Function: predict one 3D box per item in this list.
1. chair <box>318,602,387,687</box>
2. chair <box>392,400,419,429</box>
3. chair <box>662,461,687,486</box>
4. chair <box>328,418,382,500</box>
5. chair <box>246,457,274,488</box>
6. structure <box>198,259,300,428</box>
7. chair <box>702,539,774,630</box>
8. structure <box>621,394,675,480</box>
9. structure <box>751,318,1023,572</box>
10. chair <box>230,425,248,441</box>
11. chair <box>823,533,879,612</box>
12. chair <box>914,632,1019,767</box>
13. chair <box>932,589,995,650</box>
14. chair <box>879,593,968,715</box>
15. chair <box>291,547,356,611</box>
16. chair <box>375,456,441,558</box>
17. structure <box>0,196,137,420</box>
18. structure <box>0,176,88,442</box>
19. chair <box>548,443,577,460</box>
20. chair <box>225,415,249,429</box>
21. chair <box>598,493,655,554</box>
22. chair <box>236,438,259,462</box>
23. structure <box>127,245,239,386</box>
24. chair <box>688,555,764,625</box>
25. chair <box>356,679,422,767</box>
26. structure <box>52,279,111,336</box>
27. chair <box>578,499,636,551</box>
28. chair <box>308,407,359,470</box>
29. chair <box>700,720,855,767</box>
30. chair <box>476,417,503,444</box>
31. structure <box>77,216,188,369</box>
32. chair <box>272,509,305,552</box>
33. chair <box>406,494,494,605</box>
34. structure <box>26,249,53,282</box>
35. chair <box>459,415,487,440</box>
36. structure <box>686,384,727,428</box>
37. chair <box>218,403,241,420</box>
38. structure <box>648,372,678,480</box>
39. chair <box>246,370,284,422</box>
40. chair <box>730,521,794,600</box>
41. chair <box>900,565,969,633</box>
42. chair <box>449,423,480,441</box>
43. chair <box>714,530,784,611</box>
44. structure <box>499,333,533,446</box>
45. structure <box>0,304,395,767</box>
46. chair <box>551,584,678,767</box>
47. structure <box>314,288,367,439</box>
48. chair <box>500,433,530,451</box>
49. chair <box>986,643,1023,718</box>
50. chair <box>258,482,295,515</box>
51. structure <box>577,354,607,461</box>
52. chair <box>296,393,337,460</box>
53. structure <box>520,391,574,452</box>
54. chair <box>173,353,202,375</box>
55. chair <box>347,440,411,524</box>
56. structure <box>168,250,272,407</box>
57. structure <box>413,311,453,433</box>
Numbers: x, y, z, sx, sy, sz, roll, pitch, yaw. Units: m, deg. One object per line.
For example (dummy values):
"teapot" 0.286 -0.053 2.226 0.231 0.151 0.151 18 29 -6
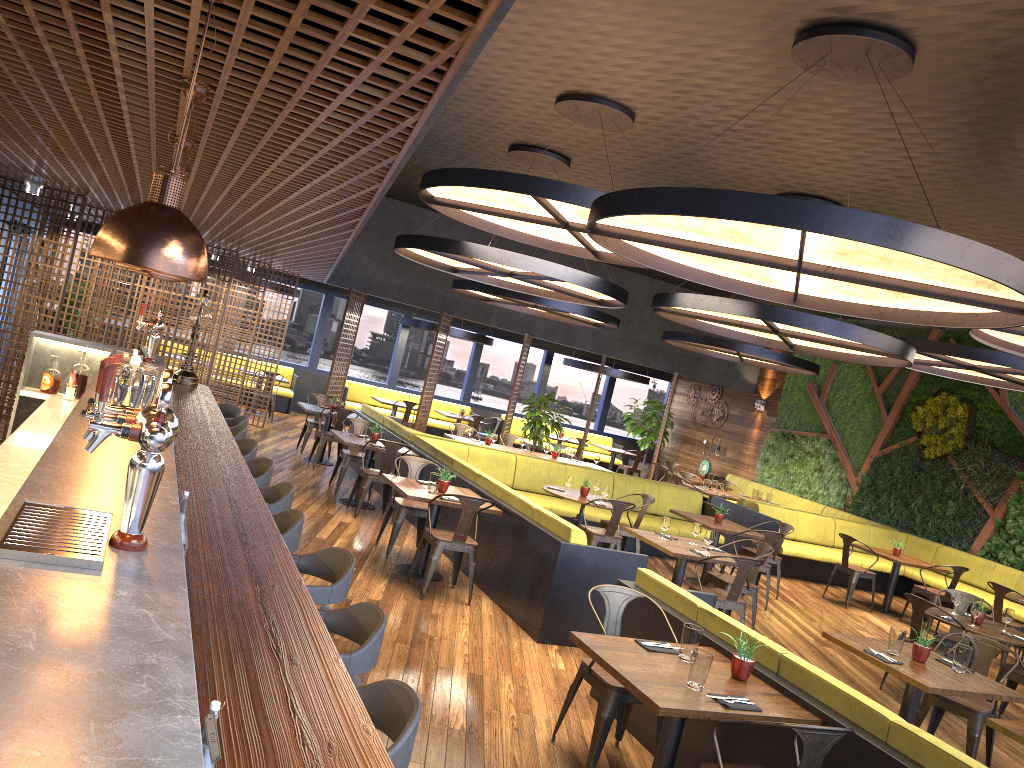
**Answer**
"chair" -0.773 1.284 3.116 0.438 1.048 0.483 14 1 6
"chair" -2.146 0.758 17.371 0.504 0.917 0.541 13 1 -22
"chair" 3.222 2.049 17.745 0.504 0.917 0.541 13 1 -22
"chair" -1.951 0.919 11.131 0.504 0.917 0.541 13 1 -22
"chair" -1.884 0.967 5.739 0.483 1.048 0.438 14 1 28
"structure" -4.589 -0.710 15.286 1.319 2.700 0.050 14 1 7
"chair" 2.179 1.963 8.685 0.541 0.917 0.504 13 1 -22
"structure" 3.302 1.348 21.619 1.493 2.184 1.272 13 1 -22
"structure" 7.158 1.169 14.622 0.918 4.593 9.182 13 1 -23
"chair" -2.454 0.804 7.098 0.483 1.048 0.438 14 1 39
"chair" 4.509 2.471 11.720 0.541 0.917 0.504 13 1 -22
"chair" 3.166 2.246 6.235 0.541 0.917 0.504 13 1 -45
"chair" 4.250 2.468 8.455 0.504 0.917 0.541 14 1 17
"chair" 3.625 2.330 7.746 0.541 0.917 0.504 13 1 -22
"chair" -1.005 1.215 3.803 0.438 1.048 0.483 14 1 -3
"chair" -0.969 1.202 8.632 0.504 0.917 0.541 13 1 -22
"structure" -5.216 -0.775 10.512 1.319 2.700 0.050 14 1 7
"structure" -5.373 -0.791 9.319 1.319 2.700 0.050 14 1 7
"chair" 0.782 1.508 15.050 0.504 0.917 0.541 13 1 -22
"chair" -2.624 0.752 7.698 0.438 1.048 0.483 14 1 6
"chair" 1.309 1.720 10.457 0.541 0.917 0.504 13 1 -22
"chair" -2.163 0.888 6.383 0.438 1.048 0.483 13 1 -8
"structure" -4.903 -0.743 12.899 1.319 2.700 0.050 14 1 7
"chair" 1.818 1.892 7.775 0.504 0.917 0.541 13 1 -22
"chair" -0.590 1.340 2.455 0.483 1.048 0.438 14 1 39
"structure" -8.275 -1.147 16.798 0.993 1.763 1.166 14 1 38
"chair" 0.972 1.653 9.644 0.504 0.917 0.541 13 1 -22
"chair" -2.510 0.759 12.472 0.504 0.917 0.541 13 1 -22
"chair" 1.064 1.783 3.780 0.504 0.917 0.541 13 1 -22
"chair" -0.567 1.114 18.786 0.541 0.917 0.504 13 1 -22
"structure" -5.060 -0.759 11.706 1.319 2.700 0.050 14 1 7
"chair" -1.374 1.114 4.423 0.483 1.048 0.438 14 1 39
"chair" -0.510 1.334 7.483 0.504 0.917 0.541 13 1 -22
"structure" -8.159 -2.007 15.390 0.293 0.563 1.220 13 1 -23
"chair" -0.860 1.059 17.919 0.504 0.917 0.541 13 1 -22
"structure" 4.601 0.478 21.125 0.058 1.178 1.791 13 1 -22
"chair" -2.851 0.687 8.237 0.438 1.048 0.483 13 1 -31
"structure" 3.072 1.086 18.388 0.050 2.700 0.852 14 1 7
"chair" -4.558 0.193 16.342 0.504 0.917 0.541 13 1 -22
"chair" 3.126 2.149 11.048 0.541 0.917 0.504 13 1 -22
"chair" 5.426 2.700 11.328 0.504 0.917 0.541 13 1 -22
"chair" -0.843 1.128 14.358 0.504 0.917 0.541 13 1 -22
"chair" 2.738 2.071 10.183 0.504 0.917 0.541 13 1 -22
"structure" 0.014 0.370 17.085 0.050 2.700 0.852 14 1 7
"structure" -2.570 -0.021 4.317 2.700 2.700 9.298 13 1 -23
"chair" 0.598 1.649 4.947 0.504 0.917 0.541 13 1 -22
"structure" -3.043 -0.345 15.781 0.050 2.700 0.852 14 1 7
"chair" -0.028 1.319 14.705 0.504 0.917 0.541 13 1 -22
"chair" 4.462 2.535 7.572 0.504 0.917 0.541 13 1 -41
"chair" -1.577 1.053 5.075 0.438 1.048 0.483 14 1 6
"structure" 1.543 0.728 17.736 0.050 2.700 0.852 14 1 7
"chair" -2.962 0.629 13.605 0.504 0.917 0.541 13 1 -22
"structure" 0.464 0.971 16.629 0.993 1.763 1.166 14 1 38
"chair" -5.844 -0.108 15.794 0.504 0.917 0.541 13 1 -22
"chair" -1.492 1.051 9.980 0.504 0.917 0.541 13 1 -22
"structure" -4.746 -0.727 14.092 1.319 2.700 0.050 14 1 7
"structure" -1.514 0.012 16.433 0.050 2.700 0.852 14 1 7
